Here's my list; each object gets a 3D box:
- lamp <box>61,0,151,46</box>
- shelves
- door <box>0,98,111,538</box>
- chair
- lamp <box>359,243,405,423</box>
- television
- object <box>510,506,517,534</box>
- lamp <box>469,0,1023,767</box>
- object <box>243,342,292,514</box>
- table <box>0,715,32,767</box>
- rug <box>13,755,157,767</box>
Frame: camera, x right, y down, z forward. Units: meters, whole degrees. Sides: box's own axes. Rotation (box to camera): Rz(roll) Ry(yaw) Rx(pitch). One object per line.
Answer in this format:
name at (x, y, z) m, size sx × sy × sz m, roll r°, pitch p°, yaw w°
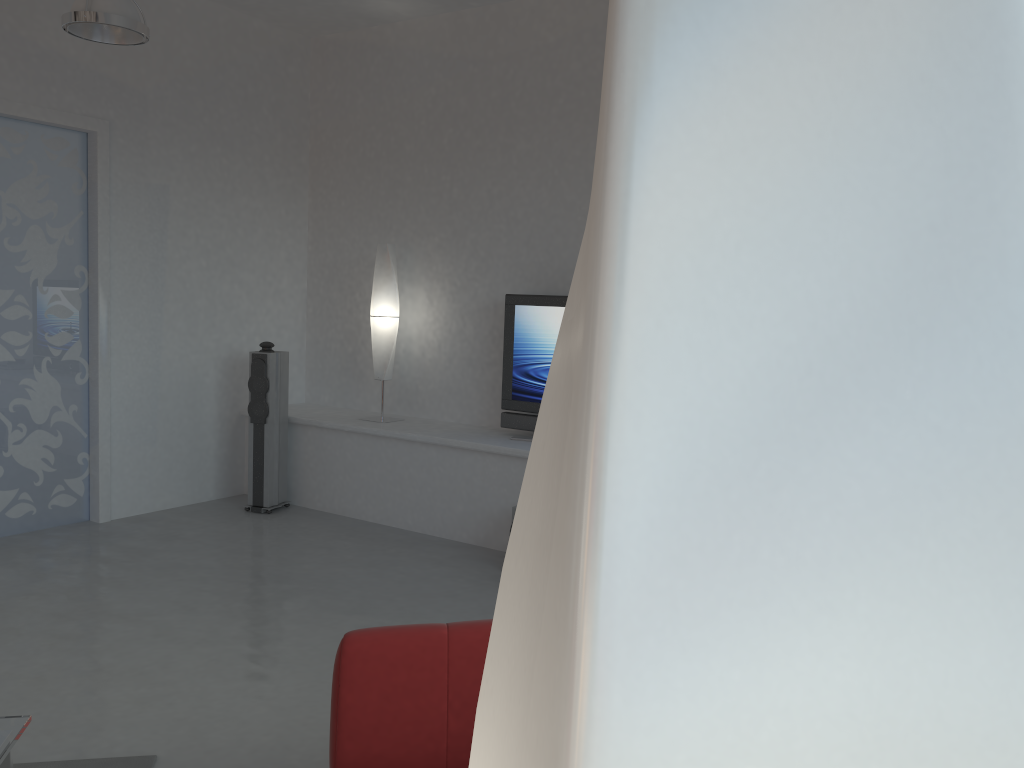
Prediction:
lamp at (-1.905, -2.054, 4.162) m, size 0.379 × 0.800 × 0.379 m, roll 5°, pitch 6°, yaw 29°
shelves at (0.447, 0.417, 5.375) m, size 5.500 × 0.050 × 0.650 m, roll 6°, pitch 6°, yaw 33°
door at (-3.103, -0.342, 5.058) m, size 0.240 × 2.550 × 1.600 m, roll 6°, pitch 6°, yaw 33°
chair at (0.047, 0.980, 1.853) m, size 0.951 × 0.738 × 1.288 m, roll 2°, pitch 5°, yaw -7°
lamp at (-0.901, -0.362, 6.254) m, size 0.263 × 1.239 × 0.263 m, roll 5°, pitch 6°, yaw 25°
television at (0.525, -0.072, 5.431) m, size 1.356 × 0.919 × 0.343 m, roll 6°, pitch 6°, yaw 33°
object at (0.172, 0.877, 5.034) m, size 0.336 × 0.374 × 0.337 m, roll 6°, pitch 6°, yaw 33°
lamp at (0.087, 0.589, 0.429) m, size 0.313 × 1.779 × 0.313 m, roll 5°, pitch 6°, yaw 25°
object at (-1.702, 0.293, 6.200) m, size 0.255 × 1.184 × 0.273 m, roll 4°, pitch 5°, yaw 18°
table at (-1.794, 1.130, 1.864) m, size 1.097 × 0.286 × 1.162 m, roll 1°, pitch 5°, yaw -12°
rug at (-1.812, 1.274, 1.875) m, size 1.700 × 0.025 × 1.700 m, roll 1°, pitch 5°, yaw -12°
